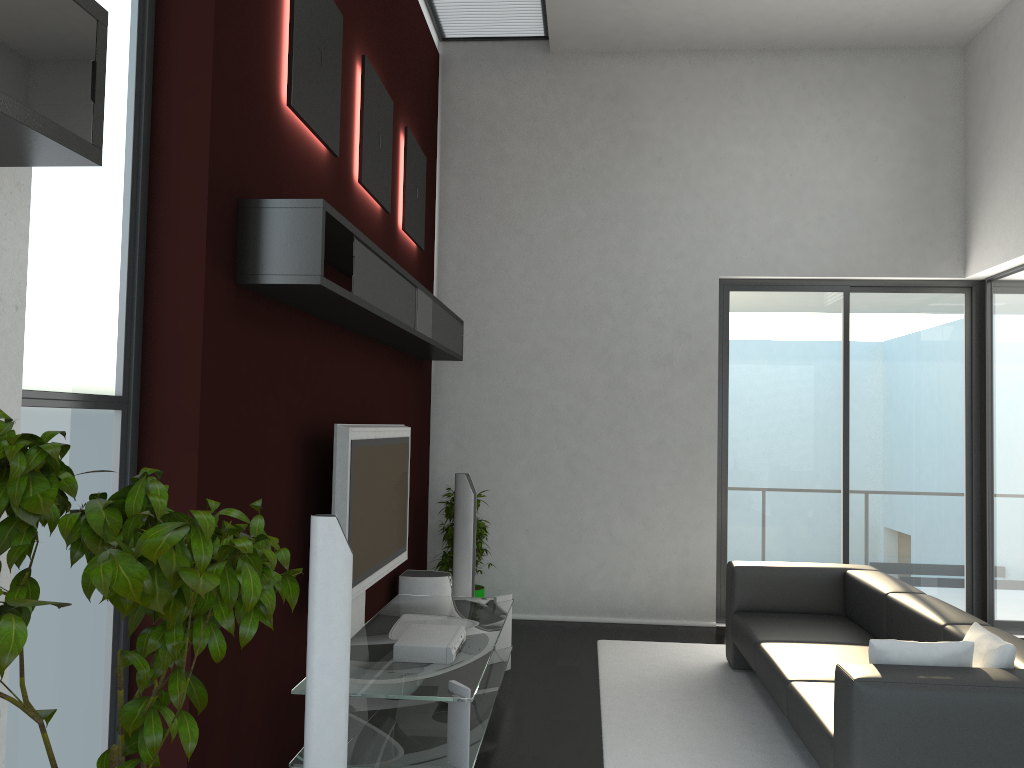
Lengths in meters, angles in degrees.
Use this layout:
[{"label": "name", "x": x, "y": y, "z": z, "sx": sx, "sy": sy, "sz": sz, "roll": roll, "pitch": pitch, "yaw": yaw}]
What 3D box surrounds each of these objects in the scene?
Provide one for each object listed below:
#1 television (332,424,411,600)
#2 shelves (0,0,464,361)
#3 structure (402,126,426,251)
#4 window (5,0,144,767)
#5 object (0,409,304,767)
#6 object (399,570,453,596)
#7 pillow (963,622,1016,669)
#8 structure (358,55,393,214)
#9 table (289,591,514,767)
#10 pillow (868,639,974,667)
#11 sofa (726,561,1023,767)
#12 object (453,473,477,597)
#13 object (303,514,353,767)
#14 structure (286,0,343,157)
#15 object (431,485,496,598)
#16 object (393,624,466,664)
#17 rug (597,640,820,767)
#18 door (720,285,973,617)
[{"label": "television", "x": -0.713, "y": 0.612, "z": 4.572, "sx": 0.099, "sy": 0.807, "sz": 1.436, "roll": 1, "pitch": -3, "yaw": 5}, {"label": "shelves", "x": -0.804, "y": -0.493, "z": 3.195, "sx": 0.305, "sy": 0.301, "sz": 6.988, "roll": 1, "pitch": -3, "yaw": 5}, {"label": "structure", "x": -0.679, "y": -1.314, "z": 6.057, "sx": 0.055, "sy": 0.676, "sz": 0.678, "roll": 1, "pitch": -3, "yaw": 5}, {"label": "window", "x": -1.244, "y": -0.657, "z": 2.436, "sx": 0.025, "sy": 4.400, "sz": 0.800, "roll": 1, "pitch": -3, "yaw": 5}, {"label": "object", "x": -0.624, "y": 0.789, "z": 1.144, "sx": 0.646, "sy": 1.515, "sz": 0.994, "roll": 1, "pitch": -3, "yaw": -3}, {"label": "object", "x": -0.554, "y": 1.494, "z": 5.755, "sx": 0.323, "sy": 0.518, "sz": 0.286, "roll": 1, "pitch": -3, "yaw": 5}, {"label": "pillow", "x": 1.791, "y": 1.132, "z": 3.405, "sx": 0.169, "sy": 0.361, "sz": 0.376, "roll": 1, "pitch": -3, "yaw": 7}, {"label": "structure", "x": -0.770, "y": -1.367, "z": 4.954, "sx": 0.055, "sy": 0.676, "sz": 0.678, "roll": 1, "pitch": -3, "yaw": 5}, {"label": "table", "x": -0.454, "y": 1.163, "z": 4.549, "sx": 0.771, "sy": 1.093, "sz": 2.046, "roll": 1, "pitch": -3, "yaw": 5}, {"label": "pillow", "x": 1.515, "y": 1.124, "z": 3.328, "sx": 0.376, "sy": 0.358, "sz": 0.186, "roll": 1, "pitch": -3, "yaw": 6}, {"label": "sofa", "x": 1.730, "y": 1.399, "z": 4.352, "sx": 0.943, "sy": 0.652, "sz": 2.781, "roll": 1, "pitch": -3, "yaw": 5}, {"label": "object", "x": -0.329, "y": 1.191, "z": 6.116, "sx": 0.215, "sy": 1.141, "sz": 0.228, "roll": 0, "pitch": -3, "yaw": 20}, {"label": "object", "x": -0.656, "y": 1.047, "z": 3.188, "sx": 0.215, "sy": 1.141, "sz": 0.228, "roll": 2, "pitch": -3, "yaw": -10}, {"label": "structure", "x": -0.861, "y": -1.420, "z": 3.851, "sx": 0.055, "sy": 0.676, "sz": 0.678, "roll": 1, "pitch": -3, "yaw": 5}, {"label": "object", "x": -0.374, "y": 1.272, "z": 6.578, "sx": 0.507, "sy": 1.068, "sz": 0.599, "roll": 2, "pitch": -3, "yaw": -10}, {"label": "object", "x": -0.382, "y": 1.229, "z": 4.212, "sx": 0.273, "sy": 0.073, "sz": 0.439, "roll": 1, "pitch": -3, "yaw": 5}, {"label": "rug", "x": 1.382, "y": 1.735, "z": 4.353, "sx": 1.875, "sy": 0.009, "sz": 3.695, "roll": 1, "pitch": -3, "yaw": 5}, {"label": "door", "x": 2.597, "y": 0.531, "z": 6.907, "sx": 1.900, "sy": 2.600, "sz": 0.050, "roll": 1, "pitch": -3, "yaw": 5}]
